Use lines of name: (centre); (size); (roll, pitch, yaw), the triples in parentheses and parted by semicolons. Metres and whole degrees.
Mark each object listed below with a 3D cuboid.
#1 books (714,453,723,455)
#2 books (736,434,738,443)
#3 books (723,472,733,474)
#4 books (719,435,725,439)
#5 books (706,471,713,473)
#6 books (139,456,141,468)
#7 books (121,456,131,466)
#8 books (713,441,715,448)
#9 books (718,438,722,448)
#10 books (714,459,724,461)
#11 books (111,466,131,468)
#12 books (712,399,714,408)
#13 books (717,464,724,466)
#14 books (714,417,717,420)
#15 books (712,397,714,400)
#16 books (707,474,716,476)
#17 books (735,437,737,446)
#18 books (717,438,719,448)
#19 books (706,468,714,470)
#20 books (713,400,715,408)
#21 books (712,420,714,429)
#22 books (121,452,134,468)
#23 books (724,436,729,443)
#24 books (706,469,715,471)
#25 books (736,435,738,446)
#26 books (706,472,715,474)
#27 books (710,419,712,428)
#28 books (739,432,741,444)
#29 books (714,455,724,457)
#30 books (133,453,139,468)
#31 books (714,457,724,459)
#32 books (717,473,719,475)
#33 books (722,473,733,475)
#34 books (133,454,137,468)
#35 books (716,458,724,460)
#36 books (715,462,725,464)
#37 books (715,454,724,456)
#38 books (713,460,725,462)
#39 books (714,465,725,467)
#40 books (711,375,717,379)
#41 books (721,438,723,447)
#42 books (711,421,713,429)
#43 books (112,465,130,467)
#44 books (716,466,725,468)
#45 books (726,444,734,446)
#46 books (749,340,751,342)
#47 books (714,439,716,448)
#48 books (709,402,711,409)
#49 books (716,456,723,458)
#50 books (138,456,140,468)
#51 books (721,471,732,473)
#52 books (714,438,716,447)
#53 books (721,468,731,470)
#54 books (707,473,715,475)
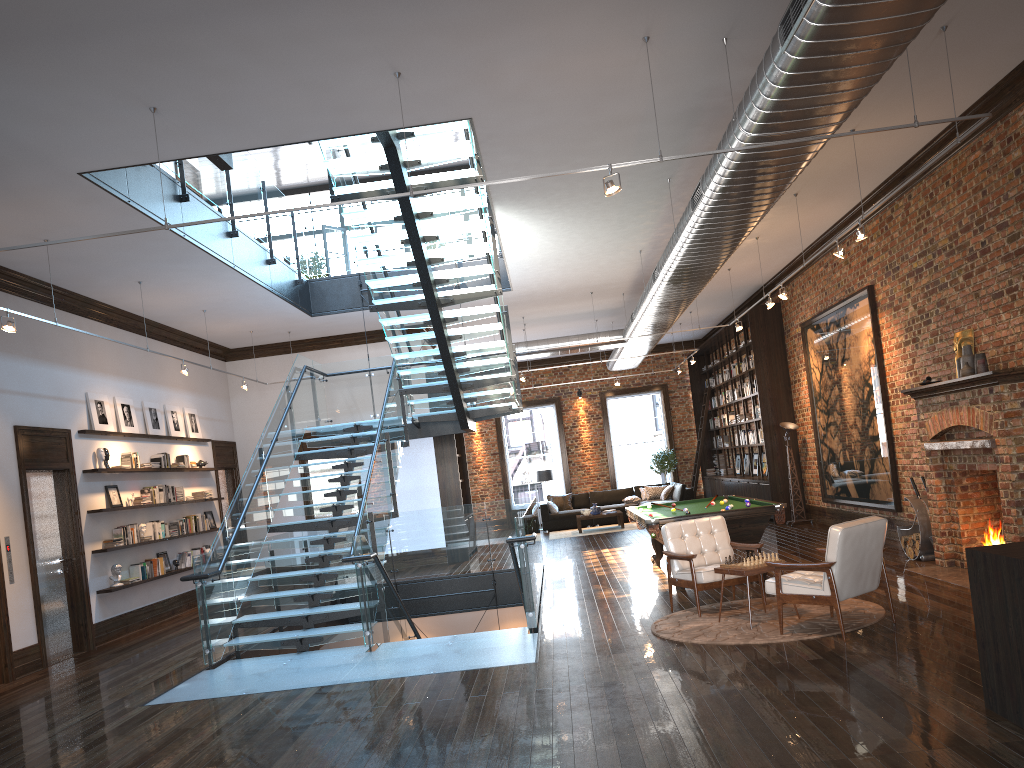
books: (5.416, 1.838, 23.234); (0.208, 0.010, 0.352); (-8, -6, 7)
books: (5.261, 1.273, 20.340); (0.189, 0.259, 0.027); (-7, -1, 3)
books: (5.411, 2.235, 22.317); (0.229, 0.008, 0.330); (-7, -6, 4)
books: (5.376, 1.466, 22.641); (0.165, 0.303, 0.013); (-7, -1, 3)
books: (5.194, 2.311, 23.301); (0.154, 0.015, 0.194); (-7, -6, 3)
books: (-5.231, 1.093, 12.328); (0.128, 0.181, 0.012); (-7, -1, 3)
books: (-5.247, 1.072, 12.061); (0.128, 0.175, 0.050); (-7, -1, 3)
books: (5.413, 1.593, 23.395); (0.176, 0.190, 0.032); (-7, -1, 3)
books: (5.356, 1.492, 22.520); (0.212, 0.233, 0.019); (-7, -1, 3)
books: (5.423, 1.998, 23.233); (0.240, 0.019, 0.229); (-7, -6, -2)
books: (-5.244, 1.116, 11.887); (0.142, 0.011, 0.256); (-7, -6, 4)
books: (5.251, 0.509, 22.801); (0.166, 0.250, 0.035); (-7, -1, 3)
books: (5.464, 2.121, 23.235); (0.183, 0.034, 0.271); (-8, -6, 8)
books: (5.329, 1.001, 22.991); (0.179, 0.298, 0.015); (-7, -1, 3)
books: (5.246, 0.474, 22.711); (0.189, 0.303, 0.014); (-7, -1, 3)
books: (5.232, 2.392, 23.299); (0.207, 0.013, 0.280); (-7, -6, 3)
books: (5.292, 1.328, 20.628); (0.178, 0.204, 0.068); (-7, -1, 3)
books: (5.383, 1.514, 22.828); (0.188, 0.244, 0.026); (-7, -1, 3)
books: (5.204, 2.232, 23.301); (0.184, 0.008, 0.306); (-7, -6, 4)
books: (5.241, 0.506, 22.651); (0.191, 0.229, 0.034); (-7, -1, 3)
books: (5.314, 1.039, 23.046); (0.188, 0.236, 0.025); (-7, -1, 3)
books: (-5.241, 1.048, 12.093); (0.142, 0.228, 0.014); (-7, -1, 3)
books: (5.381, 1.444, 22.313); (0.129, 0.282, 0.030); (-7, -1, 3)
books: (5.217, 2.261, 23.301); (0.200, 0.011, 0.220); (-8, -6, 7)
books: (5.271, 1.278, 20.473); (0.180, 0.274, 0.013); (-7, -1, 3)
books: (5.223, 2.336, 23.300); (0.200, 0.019, 0.256); (-7, -6, 4)
books: (5.332, 1.048, 23.341); (0.188, 0.272, 0.013); (-7, -1, 3)
books: (5.260, 1.239, 20.203); (0.184, 0.300, 0.016); (-7, -1, 3)
books: (5.424, 1.886, 23.233); (0.207, 0.021, 0.248); (-7, -6, -3)
books: (-5.216, 1.058, 12.172); (0.164, 0.216, 0.012); (-7, -1, 3)
books: (5.435, 1.936, 23.233); (0.207, 0.009, 0.345); (-7, -6, 0)
books: (5.490, 2.344, 23.232); (0.198, 0.035, 0.218); (-7, -5, 6)
books: (5.418, 2.265, 22.316); (0.227, 0.007, 0.370); (-7, -6, 3)
books: (-5.224, 1.064, 12.123); (0.164, 0.197, 0.029); (-7, -1, 3)
books: (5.457, 1.963, 23.231); (0.176, 0.008, 0.357); (-7, -6, 1)
books: (5.451, 2.070, 23.231); (0.209, 0.015, 0.308); (-7, -6, 0)
books: (5.443, 1.859, 23.233); (0.180, 0.012, 0.308); (-7, -6, 1)
books: (5.425, 2.022, 23.232); (0.260, 0.028, 0.317); (-7, -6, 2)
books: (5.446, 2.150, 23.235); (0.250, 0.020, 0.318); (-7, -6, 2)
books: (5.178, -0.057, 22.587); (0.168, 0.337, 0.016); (-7, -1, 3)
books: (5.378, 1.476, 22.372); (0.164, 0.231, 0.026); (-7, -1, 3)
books: (5.345, 1.067, 23.326); (0.179, 0.228, 0.016); (-7, -1, 3)
books: (-5.246, 1.105, 11.887); (0.142, 0.011, 0.256); (-7, -6, 0)
books: (5.456, 2.176, 23.235); (0.211, 0.019, 0.342); (-8, -6, 7)
books: (5.360, 1.497, 21.775); (0.161, 0.005, 0.292); (-7, -6, 6)
books: (4.883, -0.878, 17.763); (0.220, 0.019, 0.330); (-7, -6, 5)
books: (5.403, 1.543, 23.240); (0.174, 0.261, 0.015); (-7, -1, 3)
books: (5.278, 0.535, 23.334); (0.176, 0.295, 0.041); (-7, -1, 3)
books: (5.439, 1.916, 23.233); (0.184, 0.030, 0.265); (-8, -6, 8)
books: (-5.230, 1.091, 12.291); (0.132, 0.178, 0.035); (-7, -1, 3)
books: (5.411, 2.212, 22.317); (0.229, 0.008, 0.330); (-7, -6, 3)
books: (5.408, 1.538, 23.220); (0.177, 0.265, 0.026); (-7, -1, 3)
books: (5.400, 2.144, 22.319); (0.227, 0.007, 0.371); (-7, -6, 4)
books: (5.230, 2.368, 23.299); (0.201, 0.012, 0.245); (-7, -6, 6)
